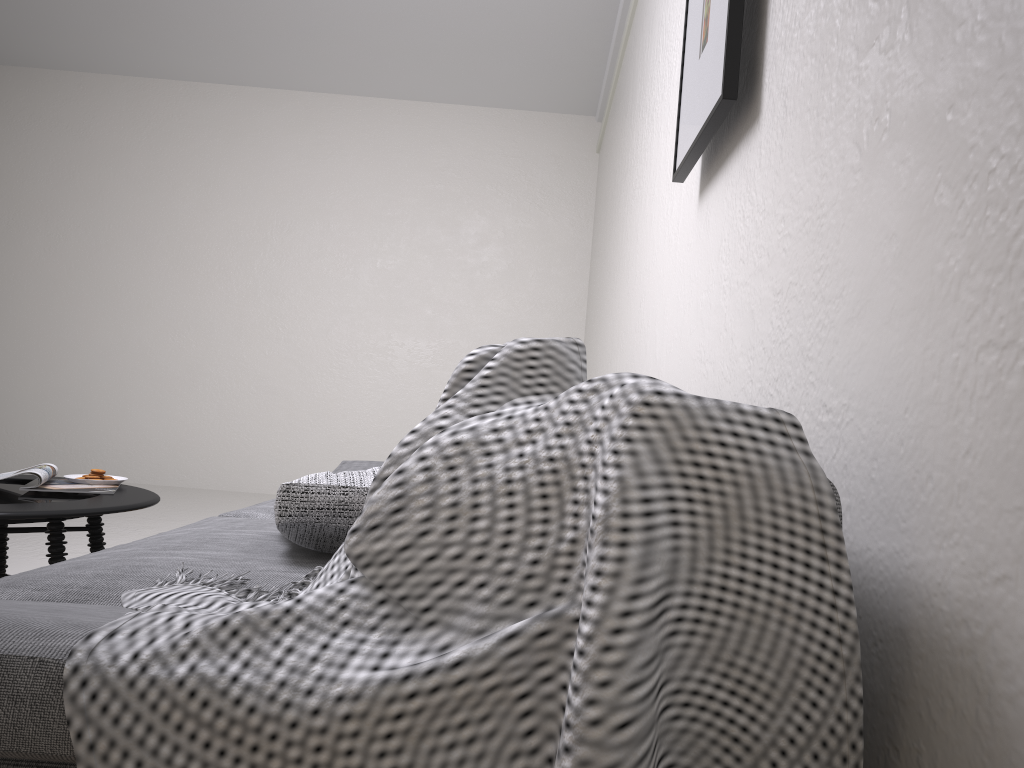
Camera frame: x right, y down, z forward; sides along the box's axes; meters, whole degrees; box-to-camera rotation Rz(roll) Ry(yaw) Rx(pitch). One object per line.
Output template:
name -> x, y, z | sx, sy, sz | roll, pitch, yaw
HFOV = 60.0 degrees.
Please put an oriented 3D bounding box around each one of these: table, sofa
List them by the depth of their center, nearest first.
table -> -1.406, 0.483, 2.197 | 0.946, 0.449, 0.942 | 5, -2, -2
sofa -> -0.232, 0.428, 2.248 | 1.102, 0.772, 3.056 | 5, -2, 1

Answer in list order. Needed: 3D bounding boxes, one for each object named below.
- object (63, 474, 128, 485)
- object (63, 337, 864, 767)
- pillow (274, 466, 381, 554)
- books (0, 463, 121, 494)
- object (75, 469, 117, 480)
object -> -1.202, 0.277, 2.559 | 0.169, 0.015, 0.165 | 5, -2, -18
object -> -0.166, 0.350, 0.977 | 0.631, 0.866, 0.867 | 6, -3, -34
pillow -> -0.250, 0.243, 1.706 | 0.409, 0.194, 0.401 | 5, -2, -13
books -> -1.278, 0.252, 2.417 | 0.377, 0.048, 0.301 | 6, -2, -21
object -> -1.200, 0.264, 2.562 | 0.122, 0.036, 0.117 | 6, -3, -38
